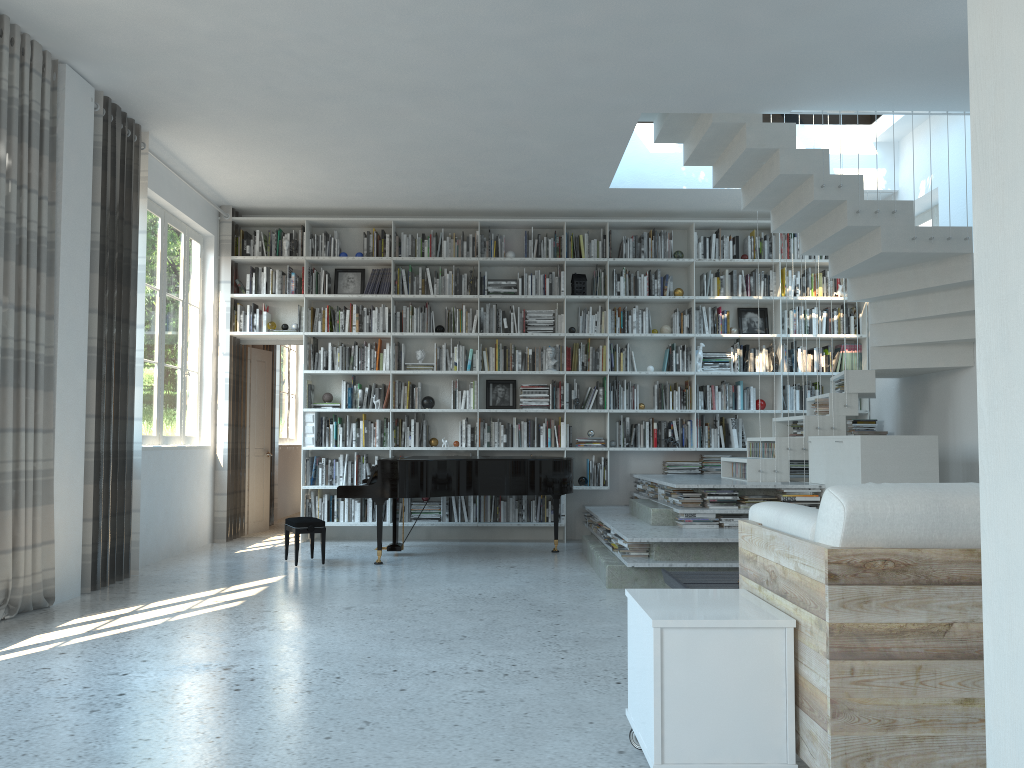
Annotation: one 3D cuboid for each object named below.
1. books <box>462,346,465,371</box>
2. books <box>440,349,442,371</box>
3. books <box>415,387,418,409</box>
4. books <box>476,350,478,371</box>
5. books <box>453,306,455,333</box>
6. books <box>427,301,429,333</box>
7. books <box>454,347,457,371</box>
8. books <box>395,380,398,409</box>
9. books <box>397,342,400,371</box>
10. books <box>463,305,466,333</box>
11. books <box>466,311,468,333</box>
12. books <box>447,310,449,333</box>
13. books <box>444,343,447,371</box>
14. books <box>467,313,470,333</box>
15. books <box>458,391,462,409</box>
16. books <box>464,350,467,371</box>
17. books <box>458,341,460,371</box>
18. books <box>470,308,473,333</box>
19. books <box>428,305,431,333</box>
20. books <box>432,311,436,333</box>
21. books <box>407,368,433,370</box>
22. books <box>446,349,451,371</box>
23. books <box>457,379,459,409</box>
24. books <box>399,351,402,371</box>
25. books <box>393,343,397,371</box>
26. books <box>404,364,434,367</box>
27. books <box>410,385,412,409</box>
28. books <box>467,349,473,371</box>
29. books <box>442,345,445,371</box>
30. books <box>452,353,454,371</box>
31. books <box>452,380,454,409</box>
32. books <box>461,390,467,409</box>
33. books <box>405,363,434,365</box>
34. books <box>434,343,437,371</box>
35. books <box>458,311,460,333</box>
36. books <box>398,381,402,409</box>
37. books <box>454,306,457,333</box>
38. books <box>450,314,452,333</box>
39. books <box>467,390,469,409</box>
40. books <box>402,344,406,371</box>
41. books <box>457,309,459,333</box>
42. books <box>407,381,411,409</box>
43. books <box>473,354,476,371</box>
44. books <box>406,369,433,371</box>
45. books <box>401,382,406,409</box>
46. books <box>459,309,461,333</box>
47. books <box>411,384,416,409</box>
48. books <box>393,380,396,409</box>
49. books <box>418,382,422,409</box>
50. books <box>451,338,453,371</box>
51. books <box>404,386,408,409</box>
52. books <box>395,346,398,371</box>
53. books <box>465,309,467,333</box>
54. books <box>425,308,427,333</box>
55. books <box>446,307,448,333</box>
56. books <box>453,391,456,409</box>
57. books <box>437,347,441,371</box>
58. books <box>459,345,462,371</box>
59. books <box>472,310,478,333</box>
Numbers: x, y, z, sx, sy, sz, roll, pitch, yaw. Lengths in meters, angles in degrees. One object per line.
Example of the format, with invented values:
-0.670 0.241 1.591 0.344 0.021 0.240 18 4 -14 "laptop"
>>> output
-0.480 -0.239 8.757 0.022 0.256 0.152 0 -3 -1 "books"
-0.694 -0.225 8.757 0.024 0.227 0.137 0 -3 -1 "books"
-0.931 0.145 8.710 0.028 0.216 0.175 0 -3 -1 "books"
-0.342 -0.219 8.755 0.026 0.217 0.126 0 -3 -1 "books"
-0.575 -0.618 8.763 0.005 0.275 0.157 0 -3 -1 "books"
-0.830 -0.645 8.767 0.005 0.331 0.161 0 -3 -1 "books"
-0.550 -0.236 8.736 0.028 0.247 0.170 0 -3 -1 "books"
-1.124 0.111 8.716 0.025 0.284 0.145 0 -3 -1 "books"
-1.118 -0.261 8.757 0.011 0.297 0.135 0 -3 -1 "books"
-0.470 -0.622 8.758 0.022 0.284 0.190 0 -3 -1 "books"
-0.444 -0.594 8.768 0.011 0.229 0.166 0 -3 -1 "books"
-0.634 -0.602 8.750 0.005 0.240 0.174 0 -3 -1 "books"
-0.654 -0.256 8.732 0.012 0.286 0.167 0 -3 -1 "books"
-0.426 -0.587 8.768 0.024 0.216 0.142 0 -3 -1 "books"
-0.514 0.164 8.733 0.030 0.182 0.154 0 -3 -1 "books"
-0.456 -0.220 8.757 0.026 0.219 0.150 0 -3 -1 "books"
-0.519 -0.263 8.736 0.011 0.300 0.178 0 -3 -1 "books"
-0.403 -0.608 8.760 0.022 0.257 0.155 0 -3 -1 "books"
-0.812 -0.625 8.744 0.011 0.287 0.189 0 -3 -1 "books"
-0.768 -0.596 8.761 0.031 0.232 0.148 0 -3 -1 "books"
-0.908 -0.144 8.733 0.254 0.012 0.161 0 -4 -5 "books"
-0.624 -0.224 8.747 0.048 0.224 0.149 0 -3 -1 "books"
-0.535 0.106 8.729 0.012 0.298 0.166 0 -3 -1 "books"
-1.096 -0.218 8.744 0.034 0.209 0.136 0 -3 -1 "books"
-1.153 -0.256 8.745 0.012 0.285 0.159 0 -3 -1 "books"
-0.908 -0.180 8.739 0.285 0.012 0.159 0 -4 1 "books"
-0.991 0.131 8.718 0.014 0.243 0.153 0 -3 -1 "books"
-0.412 -0.226 8.734 0.060 0.227 0.179 0 -3 -1 "books"
-0.671 -0.246 8.743 0.022 0.267 0.151 0 -3 -1 "books"
-0.577 -0.206 8.753 0.025 0.189 0.140 0 -3 -1 "books"
-0.583 0.112 8.725 0.012 0.285 0.159 0 -3 -1 "books"
-0.471 0.161 8.719 0.057 0.188 0.156 0 -3 -1 "books"
-0.908 -0.192 8.735 0.285 0.012 0.159 0 -4 -5 "books"
-0.752 -0.255 8.734 0.012 0.285 0.159 0 -3 -1 "books"
-0.522 -0.597 8.776 0.011 0.236 0.130 0 -3 -1 "books"
-1.098 0.116 8.721 0.026 0.275 0.154 0 -3 -1 "books"
-0.557 -0.623 8.775 0.033 0.287 0.155 0 -3 -1 "books"
-0.599 -0.580 8.763 0.011 0.200 0.162 0 -3 -1 "books"
-0.430 0.161 8.724 0.024 0.188 0.172 0 -3 -1 "books"
-1.068 -0.252 8.741 0.021 0.277 0.136 0 -3 -1 "books"
-0.533 -0.604 8.740 0.013 0.243 0.189 0 -3 -1 "books"
-1.011 0.115 8.698 0.026 0.274 0.190 0 -3 -1 "books"
-0.369 -0.201 8.751 0.027 0.181 0.142 0 -3 -1 "books"
-0.908 -0.131 8.741 0.254 0.012 0.161 0 -4 -1 "books"
-1.068 0.121 8.714 0.036 0.263 0.166 0 -3 -1 "books"
-0.508 -0.607 8.764 0.017 0.253 0.139 0 -3 -1 "books"
-0.970 0.131 8.734 0.028 0.247 0.142 0 -3 -1 "books"
-1.154 0.111 8.725 0.012 0.285 0.159 0 -3 -1 "books"
-0.903 0.121 8.727 0.028 0.265 0.144 0 -3 -1 "books"
-0.594 -0.277 8.742 0.010 0.329 0.173 0 -3 -1 "books"
-1.037 0.139 8.717 0.025 0.228 0.153 0 -3 -1 "books"
-1.135 -0.242 8.738 0.024 0.257 0.134 0 -3 -1 "books"
-0.454 -0.608 8.764 0.010 0.257 0.140 0 -3 -1 "books"
-0.842 -0.612 8.755 0.010 0.261 0.158 0 -3 -1 "books"
-0.647 -0.618 8.778 0.012 0.275 0.129 0 -3 -1 "books"
-0.565 0.161 8.718 0.025 0.186 0.154 0 -3 -1 "books"
-0.721 -0.237 8.728 0.030 0.247 0.174 0 -3 -1 "books"
-0.502 -0.242 8.736 0.023 0.259 0.170 0 -3 -1 "books"
-0.360 -0.599 8.738 0.064 0.237 0.209 0 -3 -1 "books"
